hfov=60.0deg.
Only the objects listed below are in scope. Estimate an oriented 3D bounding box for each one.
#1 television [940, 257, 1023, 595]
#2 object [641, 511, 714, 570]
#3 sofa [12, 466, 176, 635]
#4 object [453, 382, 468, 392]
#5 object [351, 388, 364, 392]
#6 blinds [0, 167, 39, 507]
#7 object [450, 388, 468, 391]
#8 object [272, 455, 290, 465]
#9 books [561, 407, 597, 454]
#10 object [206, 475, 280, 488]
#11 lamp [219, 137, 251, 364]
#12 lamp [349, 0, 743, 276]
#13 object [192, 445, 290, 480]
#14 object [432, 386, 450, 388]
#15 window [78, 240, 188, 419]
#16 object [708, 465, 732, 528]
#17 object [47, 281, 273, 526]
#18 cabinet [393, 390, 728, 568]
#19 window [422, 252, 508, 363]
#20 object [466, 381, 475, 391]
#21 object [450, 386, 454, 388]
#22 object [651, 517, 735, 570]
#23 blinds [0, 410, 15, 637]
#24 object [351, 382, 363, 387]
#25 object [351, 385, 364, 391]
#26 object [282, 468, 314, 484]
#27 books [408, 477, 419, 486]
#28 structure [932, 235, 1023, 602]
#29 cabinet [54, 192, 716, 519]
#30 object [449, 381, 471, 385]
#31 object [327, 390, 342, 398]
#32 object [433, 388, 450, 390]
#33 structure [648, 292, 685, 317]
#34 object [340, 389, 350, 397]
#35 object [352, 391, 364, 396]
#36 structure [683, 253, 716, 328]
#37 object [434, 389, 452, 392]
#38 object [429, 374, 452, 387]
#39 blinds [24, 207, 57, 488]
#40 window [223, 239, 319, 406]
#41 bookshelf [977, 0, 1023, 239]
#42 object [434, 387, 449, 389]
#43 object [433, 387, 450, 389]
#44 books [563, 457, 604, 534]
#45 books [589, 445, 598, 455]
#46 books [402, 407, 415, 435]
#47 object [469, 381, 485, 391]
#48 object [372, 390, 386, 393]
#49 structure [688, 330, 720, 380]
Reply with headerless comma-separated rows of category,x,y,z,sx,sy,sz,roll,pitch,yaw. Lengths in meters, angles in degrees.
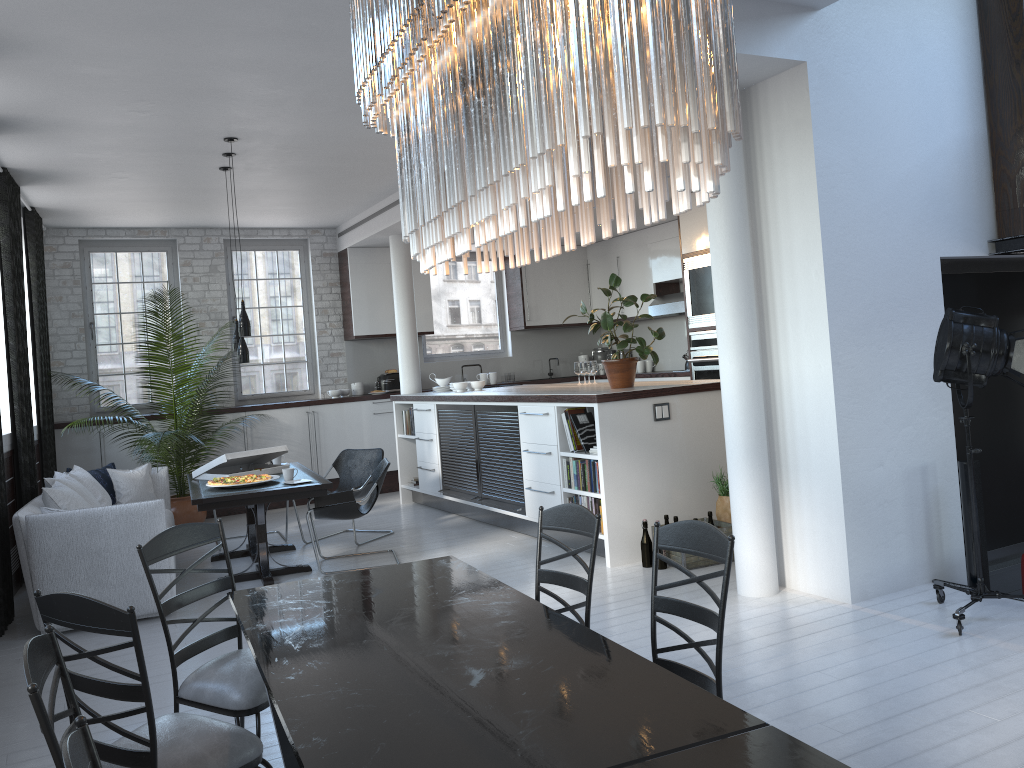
television,4.109,0.311,6.175,3.357,2.427,0.116,-5,-1,-28
object,1.158,1.070,6.074,0.556,0.324,0.289,-4,0,-1
sofa,-3.040,1.154,6.671,0.921,0.771,2.654,-5,1,-21
object,-0.534,0.033,9.223,0.157,0.093,0.156,-5,1,-27
object,-1.915,0.081,11.000,0.154,0.074,0.152,-5,1,-24
blinds,-4.023,-0.052,7.293,0.111,3.315,0.738,-4,-1,-21
object,-0.557,0.055,9.612,0.236,0.041,0.235,-5,2,-32
object,-2.091,0.682,7.892,0.205,0.098,0.175,-5,1,-22
books,0.531,0.335,6.565,0.186,0.328,0.323,-4,0,-27
object,-2.006,0.740,6.622,0.533,0.042,0.531,-5,2,-30
lamp,-2.225,-1.091,7.122,0.114,1.853,1.054,-4,0,-20
lamp,-0.019,-1.069,1.663,0.441,1.626,1.271,-4,0,-22
object,-2.249,0.649,7.361,0.587,0.216,0.592,-3,2,42
object,-0.754,0.039,9.858,0.262,0.028,0.261,-6,2,-40
window,-4.296,-0.648,10.073,1.035,1.992,0.133,-4,-1,-27
object,1.564,0.886,6.305,0.344,0.621,0.212,-5,-1,31
object,-3.694,0.248,9.153,1.920,2.623,2.402,-4,0,20
cabinet,0.302,0.659,8.275,1.502,1.171,4.165,-5,1,-27
window,-0.687,-1.053,11.965,1.300,1.459,0.133,-4,-1,-27
object,-0.436,0.021,9.388,0.157,0.093,0.156,-5,1,-42
object,-0.560,0.037,9.612,0.236,0.041,0.235,-5,2,-28
object,1.269,1.097,6.129,0.456,0.248,0.389,-5,1,-22
blinds,-3.449,-0.059,5.826,0.099,3.315,0.622,-4,-1,-21
object,-1.922,0.019,11.002,0.153,0.075,0.153,-4,1,30
object,-1.917,0.051,10.999,0.153,0.062,0.153,-4,1,2
object,-1.608,0.680,6.554,0.176,0.097,0.301,-5,1,-37
books,-0.931,0.928,9.619,0.293,0.324,0.472,-5,1,-30
structure,4.846,-0.155,3.955,4.622,3.354,4.483,-5,1,-27
cabinet,-0.299,-0.210,8.172,7.238,3.001,7.291,-5,1,-27
object,-0.562,0.002,9.613,0.235,0.041,0.236,-4,1,14
object,-2.126,0.122,10.654,0.157,0.093,0.156,-5,1,-29
object,-0.752,0.061,9.858,0.262,0.028,0.261,-4,1,-3
structure,2.151,-0.979,10.592,0.523,0.250,1.041,-5,1,-27
object,-2.045,0.112,10.801,0.156,0.093,0.157,-4,1,43
object,-1.911,0.116,11.003,0.153,0.055,0.153,-4,1,16
structure,2.411,-0.954,8.699,0.958,0.704,1.030,-5,1,-27
object,-0.751,0.069,9.858,0.262,0.028,0.261,-6,2,-39
object,-0.785,-0.038,9.859,0.269,0.173,0.130,-4,0,2
blinds,-4.620,-0.042,8.753,0.103,3.315,0.622,-4,-1,-22
window,-4.622,-1.068,15.000,8.146,6.072,9.135,-5,1,-27
bookshelf,5.395,-1.875,4.328,3.093,1.616,4.470,-5,1,-27
object,-0.753,0.046,9.858,0.261,0.028,0.262,-4,1,1
object,-0.752,0.054,9.858,0.262,0.028,0.261,-4,1,-3
books,0.722,0.644,6.527,0.492,0.798,0.540,-4,0,-27
books,0.702,0.463,6.353,0.272,0.054,0.204,-5,2,-32
books,-0.997,0.381,9.596,0.254,0.323,0.509,-4,1,-27
object,-0.355,0.019,9.232,0.157,0.093,0.156,-5,1,-13
object,-1.626,0.097,10.790,0.138,0.044,0.137,-4,1,25
structure,2.429,-0.047,8.658,1.025,1.027,1.047,-5,0,-27
